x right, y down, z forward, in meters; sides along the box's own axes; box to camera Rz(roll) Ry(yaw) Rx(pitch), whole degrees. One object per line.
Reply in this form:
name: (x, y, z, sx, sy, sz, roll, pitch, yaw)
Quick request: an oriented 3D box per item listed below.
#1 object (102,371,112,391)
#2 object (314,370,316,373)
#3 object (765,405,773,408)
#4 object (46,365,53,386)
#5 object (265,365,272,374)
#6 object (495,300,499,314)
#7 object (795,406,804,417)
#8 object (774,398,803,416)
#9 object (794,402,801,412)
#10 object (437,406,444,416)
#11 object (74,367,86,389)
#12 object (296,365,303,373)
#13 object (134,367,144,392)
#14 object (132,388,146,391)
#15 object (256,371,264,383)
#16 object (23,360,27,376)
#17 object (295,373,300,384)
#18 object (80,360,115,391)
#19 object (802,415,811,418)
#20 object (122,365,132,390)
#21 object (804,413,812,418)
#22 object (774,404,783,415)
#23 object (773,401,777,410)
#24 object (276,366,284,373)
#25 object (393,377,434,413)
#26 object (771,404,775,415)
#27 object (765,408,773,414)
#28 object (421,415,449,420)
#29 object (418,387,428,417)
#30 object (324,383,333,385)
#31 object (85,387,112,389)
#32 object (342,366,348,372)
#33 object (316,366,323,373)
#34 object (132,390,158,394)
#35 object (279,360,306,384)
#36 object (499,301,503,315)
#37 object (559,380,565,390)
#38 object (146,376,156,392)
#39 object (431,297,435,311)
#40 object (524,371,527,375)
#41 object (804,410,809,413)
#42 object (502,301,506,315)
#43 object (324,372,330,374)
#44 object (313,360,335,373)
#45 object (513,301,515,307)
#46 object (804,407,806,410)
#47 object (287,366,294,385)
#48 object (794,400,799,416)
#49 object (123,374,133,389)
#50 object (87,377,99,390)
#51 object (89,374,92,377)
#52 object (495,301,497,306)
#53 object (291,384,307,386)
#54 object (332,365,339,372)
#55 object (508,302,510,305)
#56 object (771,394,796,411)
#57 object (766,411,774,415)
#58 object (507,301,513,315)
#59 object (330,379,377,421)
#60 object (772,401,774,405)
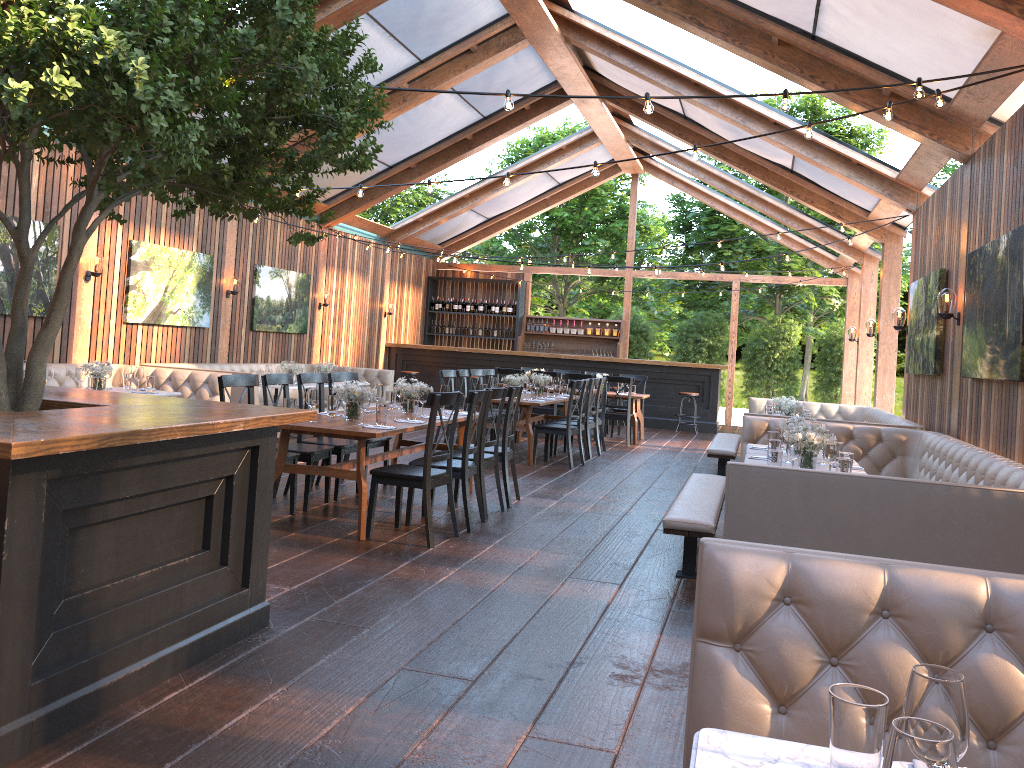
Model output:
object: (-3.981, -0.061, 8.690, 0.092, 0.245, 0.092, 4, -1, -26)
object: (-2.863, -0.126, 13.003, 0.092, 0.158, 0.091, 4, 0, 2)
object: (3.266, 0.348, 11.260, 0.092, 0.158, 0.091, 4, 0, 2)
object: (-4.184, -0.044, 7.968, 0.092, 0.245, 0.092, 4, -1, -26)
object: (-3.178, -0.129, 11.551, 0.092, 0.245, 0.092, 4, -1, -26)
object: (-0.331, -1.711, 19.668, 0.087, 0.335, 0.087, 4, -1, -4)
object: (3.138, 0.364, 9.657, 0.092, 0.245, 0.092, 4, -1, -26)
object: (3.167, 0.315, 10.109, 0.329, 0.310, 0.335, 4, 1, 38)
object: (3.433, 0.343, 10.627, 0.092, 0.245, 0.092, 4, -1, -32)
object: (-0.619, 0.196, 7.464, 0.092, 0.158, 0.091, 3, -1, 42)
object: (-3.918, -0.029, 8.017, 0.092, 0.245, 0.092, 4, -1, -26)
object: (-2.961, -0.147, 12.321, 0.092, 0.245, 0.092, 4, -1, -32)
object: (-3.705, -0.047, 8.784, 0.092, 0.245, 0.092, 3, -1, 19)
object: (-3.750, 0.054, 9.000, 0.157, 0.019, 0.255, 4, 2, 16)
object: (-3.283, -0.091, 11.511, 0.092, 0.158, 0.091, 4, 0, 2)
object: (-4.192, -0.058, 7.500, 0.337, 0.310, 0.328, 4, 1, 28)
object: (-2.813, -0.067, 11.666, 0.092, 0.158, 0.091, 4, 0, 2)
object: (-3.933, -0.079, 8.423, 0.337, 0.310, 0.328, 4, 1, 32)
object: (3.174, 0.414, 9.553, 0.092, 0.158, 0.091, 4, 0, 2)
object: (-3.870, -0.063, 8.897, 0.092, 0.245, 0.092, 4, -1, -26)
object: (3.315, 0.408, 9.923, 0.092, 0.158, 0.091, 4, 0, 2)
object: (2.950, 0.346, 9.808, 0.092, 0.245, 0.092, 4, -1, -26)
object: (3.167, 0.328, 10.578, 0.092, 0.245, 0.092, 4, -1, -32)
object: (-2.991, -0.110, 11.400, 0.092, 0.245, 0.092, 4, -1, -26)
object: (-0.868, 0.097, 7.628, 0.335, 0.310, 0.329, 3, 1, -37)
object: (3.440, 0.345, 11.608, 0.092, 0.158, 0.091, 4, 0, 2)
object: (3.062, 0.365, 10.538, 0.092, 0.158, 0.091, 4, 0, 2)
object: (-0.653, 0.271, 7.283, 0.255, 0.019, 0.157, 4, 2, 16)
object: (-0.746, 0.147, 7.404, 0.092, 0.245, 0.092, 3, -1, 19)
object: (-2.597, -0.007, 12.239, 0.255, 0.019, 0.157, 4, 2, 16)
object: (-4.094, 0.039, 8.815, 0.255, 0.019, 0.157, 4, 2, 16)
object: (-2.483, -0.150, 13.137, 0.092, 0.245, 0.092, 4, -1, -32)
object: (-2.696, -0.132, 12.370, 0.092, 0.245, 0.092, 4, -1, -32)
object: (-3.607, 0.078, 8.653, 0.255, 0.019, 0.157, 4, 2, 16)
object: (-2.956, -0.160, 11.851, 0.329, 0.310, 0.335, 4, 1, 38)
object: (-0.235, -1.693, 19.659, 0.077, 0.310, 0.077, 4, -1, -6)
object: (0.781, 0.014, 13.965, 0.092, 0.158, 0.091, 3, -1, 42)
object: (-3.606, 0.001, 8.822, 0.092, 0.158, 0.091, 4, 0, 2)
object: (-1.798, -1.823, 20.144, 0.081, 0.325, 0.170, 4, -1, 1)
object: (0.194, -0.079, 14.239, 0.092, 0.245, 0.092, 4, -1, -32)
object: (3.532, 0.391, 10.664, 0.092, 0.158, 0.091, 4, 0, 2)
object: (-0.164, -1.687, 19.606, 0.078, 0.313, 0.078, 4, -1, 11)
object: (-2.596, -0.084, 12.408, 0.092, 0.158, 0.091, 4, 0, 2)
object: (-2.717, -0.183, 12.773, 0.329, 0.310, 0.336, 4, 1, -10)
object: (0.030, -1.690, 19.737, 0.087, 0.335, 0.087, 4, -1, -4)
object: (3.745, 0.373, 11.431, 0.092, 0.158, 0.091, 4, 0, 2)
object: (-2.913, -0.115, 11.629, 0.092, 0.245, 0.092, 4, -1, -26)
object: (3.646, 0.325, 11.394, 0.092, 0.245, 0.092, 4, -1, -32)
object: (-3.911, -0.027, 8.998, 0.091, 0.158, 0.092, 4, -1, -38)
object: (-3.819, 0.019, 8.055, 0.092, 0.158, 0.091, 4, 0, 2)
object: (-4.085, -0.023, 8.650, 0.092, 0.158, 0.091, 4, 0, 2)
object: (-0.344, -1.706, 19.770, 0.078, 0.313, 0.078, 4, -1, 11)
object: (-2.814, 0.010, 11.498, 0.255, 0.019, 0.157, 4, 2, 16)
object: (-2.647, -0.166, 13.250, 0.092, 0.245, 0.092, 4, -1, -32)
object: (-0.073, -1.686, 19.750, 0.077, 0.310, 0.077, 4, -1, -6)
object: (3.406, 0.292, 11.031, 0.329, 0.310, 0.336, 4, 1, -10)
object: (2.845, 0.384, 9.768, 0.092, 0.158, 0.091, 4, 0, 2)
object: (-0.042, -1.680, 19.612, 0.136, 0.316, 0.136, 3, -1, 23)
object: (-1.180, 0.119, 6.627, 0.336, 0.310, 0.328, 4, 1, 11)
object: (3.370, 0.311, 11.300, 0.092, 0.245, 0.092, 4, -1, -32)
